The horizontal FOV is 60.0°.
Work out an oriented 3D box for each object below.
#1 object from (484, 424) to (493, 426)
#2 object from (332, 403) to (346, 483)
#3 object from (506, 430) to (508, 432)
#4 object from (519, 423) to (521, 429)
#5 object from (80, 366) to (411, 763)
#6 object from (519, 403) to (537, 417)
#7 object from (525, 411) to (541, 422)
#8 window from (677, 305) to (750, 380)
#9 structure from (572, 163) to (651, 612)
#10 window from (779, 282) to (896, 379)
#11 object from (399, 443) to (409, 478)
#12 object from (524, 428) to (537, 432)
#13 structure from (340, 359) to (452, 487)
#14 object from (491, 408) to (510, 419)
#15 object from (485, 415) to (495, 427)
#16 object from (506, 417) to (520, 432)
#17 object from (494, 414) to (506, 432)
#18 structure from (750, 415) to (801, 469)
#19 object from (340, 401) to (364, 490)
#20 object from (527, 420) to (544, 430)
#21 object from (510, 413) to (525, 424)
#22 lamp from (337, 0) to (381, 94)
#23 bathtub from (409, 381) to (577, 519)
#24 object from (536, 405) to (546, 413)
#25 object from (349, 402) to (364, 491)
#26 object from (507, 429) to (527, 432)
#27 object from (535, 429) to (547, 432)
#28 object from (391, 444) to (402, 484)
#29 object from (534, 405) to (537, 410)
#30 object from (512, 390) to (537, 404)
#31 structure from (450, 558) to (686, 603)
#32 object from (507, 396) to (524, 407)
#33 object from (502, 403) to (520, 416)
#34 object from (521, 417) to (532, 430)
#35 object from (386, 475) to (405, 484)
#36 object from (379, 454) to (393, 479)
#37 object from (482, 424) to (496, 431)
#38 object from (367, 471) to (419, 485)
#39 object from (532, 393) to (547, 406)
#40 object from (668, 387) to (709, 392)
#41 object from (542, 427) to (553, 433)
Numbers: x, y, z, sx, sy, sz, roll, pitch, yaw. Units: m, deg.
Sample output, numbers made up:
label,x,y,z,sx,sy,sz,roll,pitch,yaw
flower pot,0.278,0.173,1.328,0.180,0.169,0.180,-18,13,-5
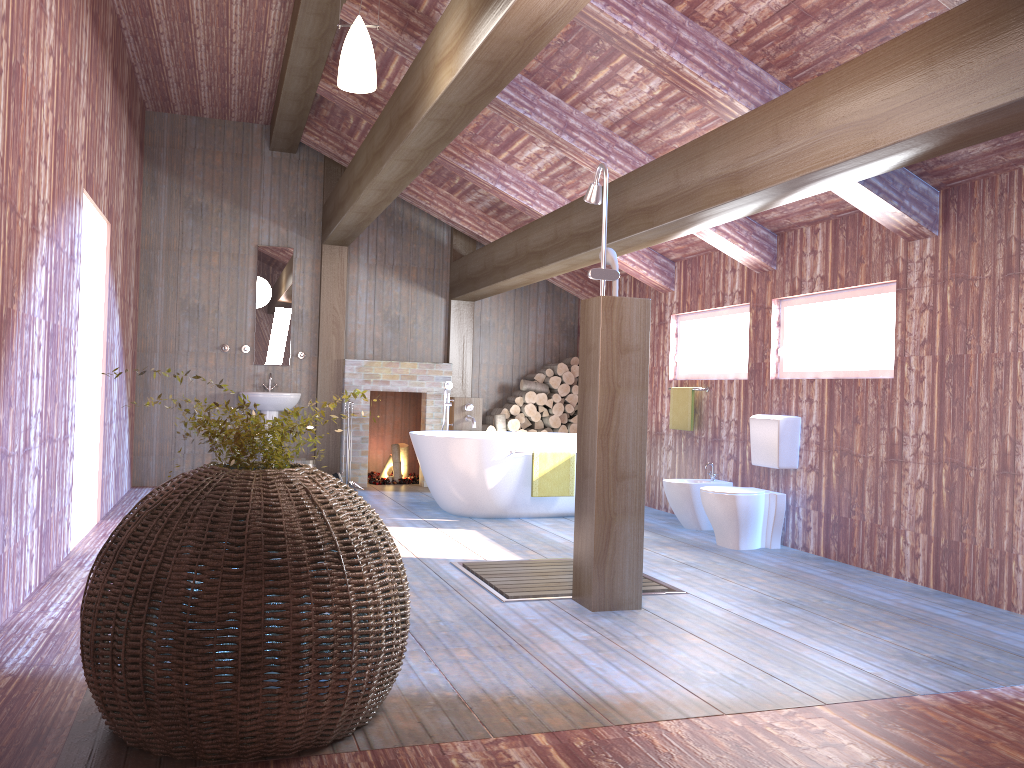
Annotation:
label,x,y,z,sx,sy,sz,roll,pitch,yaw
object,-0.236,0.477,9.511,0.099,0.093,0.280,2,-1,-18
object,-1.717,0.596,8.779,0.136,0.846,0.062,2,-1,-37
object,-0.139,0.521,9.529,0.121,0.124,0.291,2,-1,-18
object,0.040,0.443,9.501,0.064,0.068,0.174,2,-1,-19
object,-0.795,0.491,2.754,0.972,1.073,0.970,2,-1,-38
object,0.120,0.274,9.515,0.141,0.143,0.437,2,-1,-20
object,0.211,0.342,9.544,0.115,0.123,0.291,2,-1,-18
window,1.684,-0.322,7.329,0.054,0.587,1.255,2,-1,-18
structure,0.494,-0.022,4.400,0.328,2.209,0.522,2,-1,2
window,2.154,-0.322,5.855,0.054,0.587,1.255,2,-1,-18
object,-1.217,0.885,9.841,0.140,0.459,0.266,2,-1,-1
object,0.168,0.532,9.538,0.114,0.120,0.303,2,-1,-18
structure,-1.214,0.425,9.256,1.130,1.330,0.226,2,-1,-19
object,-0.125,0.313,9.479,0.114,0.113,0.301,2,-1,-21
object,-0.195,0.396,9.527,0.108,0.113,0.302,2,-1,-18
object,-0.047,0.424,9.462,0.138,0.147,0.440,2,-1,-18
object,-0.117,0.462,9.258,0.147,0.298,0.109,2,-1,-16
structure,1.831,0.399,6.196,0.182,0.363,0.358,2,-1,-18
object,-1.666,0.608,8.851,0.276,0.888,0.333,1,-1,23
object,0.243,0.437,9.664,0.104,0.127,0.321,2,-1,-18
object,0.037,0.362,9.500,0.111,0.113,0.301,2,-1,-19
lamp,-0.691,-1.853,4.046,0.174,1.001,0.174,2,-1,-38
bathtub,0.105,0.543,7.517,1.935,1.109,1.460,2,-1,3
object,0.281,0.268,9.571,0.088,0.092,0.280,2,-1,-18
object,-1.574,0.613,8.814,0.206,0.871,0.126,1,-1,24
object,0.029,0.536,9.504,0.139,0.148,0.458,2,-1,-18
object,0.267,0.532,9.566,0.098,0.100,0.437,2,-1,-20
object,-1.247,0.867,9.590,0.098,0.434,0.283,2,-1,-20
object,0.214,0.256,9.533,0.057,0.061,0.156,2,-1,-19
object,0.134,0.138,9.526,0.135,0.145,0.439,2,-1,-18
structure,0.267,1.090,4.897,1.000,0.067,1.000,2,-1,-19
object,0.039,0.182,9.499,0.106,0.112,0.282,2,-1,-18
object,-0.010,0.271,9.467,0.115,0.123,0.291,2,-1,-18
object,0.103,0.417,9.614,0.128,0.150,0.323,2,-1,-18
object,-1.261,1.030,9.595,0.085,0.084,0.278,1,-1,28
object,-1.353,0.921,9.729,0.221,0.306,0.121,2,-1,9
object,-0.294,0.498,9.389,0.139,0.137,0.455,2,-1,-20
object,-1.345,1.045,9.894,0.829,0.085,0.935,2,-1,-36
object,0.242,0.155,9.563,0.138,0.147,0.440,2,-1,-18
object,1.474,0.043,7.493,0.091,0.043,0.581,2,-1,-18
object,0.342,0.526,9.697,0.116,0.118,0.289,2,-1,-21
